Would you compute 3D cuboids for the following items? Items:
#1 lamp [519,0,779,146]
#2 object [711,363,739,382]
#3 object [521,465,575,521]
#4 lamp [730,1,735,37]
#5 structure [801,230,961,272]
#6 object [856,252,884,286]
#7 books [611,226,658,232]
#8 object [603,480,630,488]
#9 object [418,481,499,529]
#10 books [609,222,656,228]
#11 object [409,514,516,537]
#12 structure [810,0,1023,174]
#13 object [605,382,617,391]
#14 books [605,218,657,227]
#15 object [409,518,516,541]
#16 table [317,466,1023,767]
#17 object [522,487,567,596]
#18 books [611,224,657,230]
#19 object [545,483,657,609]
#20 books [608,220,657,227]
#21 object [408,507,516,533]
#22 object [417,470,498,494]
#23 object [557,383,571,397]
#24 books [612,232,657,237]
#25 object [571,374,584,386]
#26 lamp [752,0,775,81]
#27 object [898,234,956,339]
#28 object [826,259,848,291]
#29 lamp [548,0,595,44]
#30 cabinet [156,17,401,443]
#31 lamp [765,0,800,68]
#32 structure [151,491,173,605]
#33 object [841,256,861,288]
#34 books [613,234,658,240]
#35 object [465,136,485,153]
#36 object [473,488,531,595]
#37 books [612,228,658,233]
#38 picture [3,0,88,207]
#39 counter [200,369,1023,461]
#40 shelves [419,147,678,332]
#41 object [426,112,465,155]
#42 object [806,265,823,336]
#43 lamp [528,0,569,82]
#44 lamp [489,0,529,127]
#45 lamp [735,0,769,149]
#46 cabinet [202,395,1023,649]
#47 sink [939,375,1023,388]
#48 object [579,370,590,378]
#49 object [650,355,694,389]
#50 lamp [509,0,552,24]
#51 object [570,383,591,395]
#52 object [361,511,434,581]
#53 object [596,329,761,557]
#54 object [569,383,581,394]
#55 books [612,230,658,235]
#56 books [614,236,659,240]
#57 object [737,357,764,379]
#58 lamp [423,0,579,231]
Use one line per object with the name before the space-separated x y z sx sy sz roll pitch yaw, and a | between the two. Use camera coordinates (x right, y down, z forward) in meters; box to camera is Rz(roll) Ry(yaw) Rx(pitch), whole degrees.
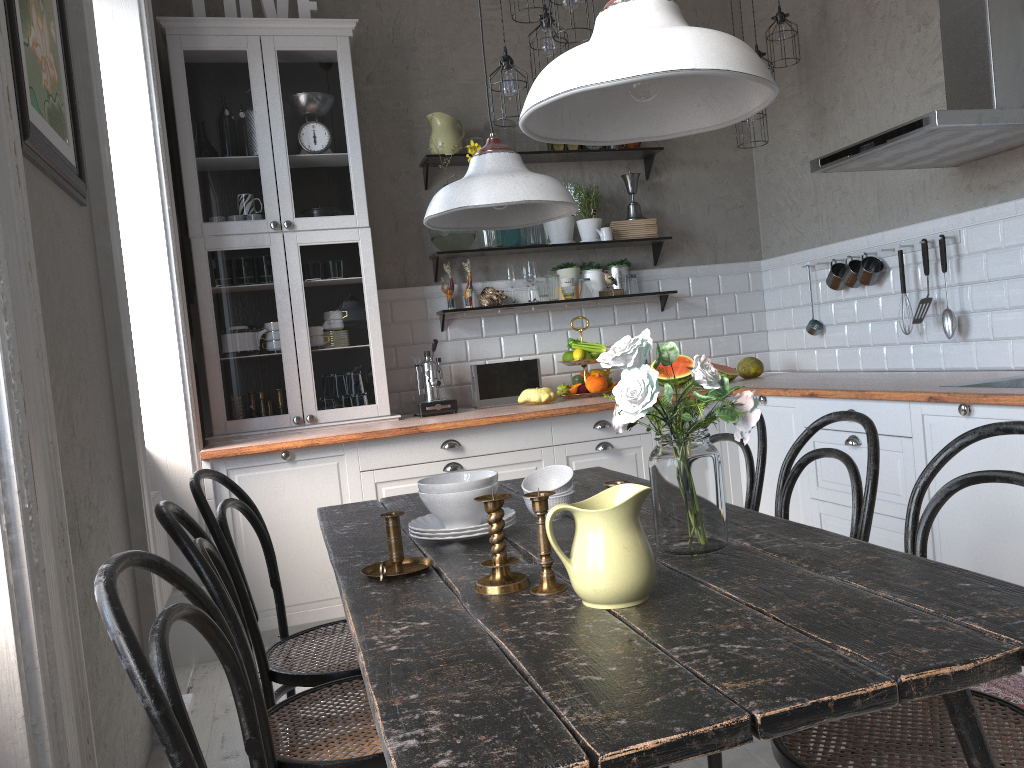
lamp | 0.105 -1.317 1.272 0.374 1.859 0.385 -5 2 22
object | 1.102 -0.066 4.633 0.228 0.127 0.145 -7 3 -33
object | 0.086 0.256 2.067 0.125 0.119 0.127 -6 2 0
lamp | 1.007 -2.157 4.200 0.145 1.735 0.148 -5 2 16
structure | 1.708 -0.620 4.222 0.095 0.053 1.073 -6 2 -15
object | 1.696 -0.546 4.195 0.108 0.161 0.137 -6 2 2
books | 0.665 -0.854 4.930 0.264 0.011 0.156 -6 2 -13
object | 0.180 0.244 1.459 0.059 0.167 0.059 -6 2 -2
object | -0.113 0.273 1.963 0.182 0.094 0.176 -7 2 -25
books | 0.663 -0.875 4.929 0.262 0.016 0.157 -6 2 -4
object | -0.108 0.317 1.965 0.232 0.027 0.242 -4 3 42
structure | 1.547 -1.667 3.274 0.721 1.596 0.703 -6 2 -16
object | 0.503 0.019 4.621 0.088 0.051 0.069 -4 2 32
books | 0.661 -0.896 4.928 0.263 0.011 0.156 -6 2 -10
object | -0.107 0.326 1.966 0.237 0.027 0.237 -6 2 2
table | 0.132 0.687 1.859 0.915 0.735 1.897 -6 2 -15
object | 0.052 0.255 1.457 0.062 0.172 0.062 -6 2 6
books | 0.664 -0.864 4.929 0.263 0.011 0.156 -6 2 -10
object | 0.148 0.249 1.363 0.133 0.170 0.152 -4 3 36
books | 0.662 -0.885 4.928 0.262 0.016 0.157 -6 2 -7
object | -0.109 0.308 1.965 0.236 0.027 0.238 -5 2 7
object | -0.115 0.253 1.962 0.182 0.094 0.176 -7 2 -25
object | 0.277 0.030 4.632 0.076 0.072 0.153 -5 2 14
books | 0.668 -0.821 4.931 0.262 0.016 0.157 -6 2 -4
object | 0.357 -0.015 4.710 0.078 0.076 0.155 -5 2 11
lamp | 1.189 -2.316 4.501 0.144 1.735 0.149 -5 3 26
object | 1.781 -0.408 3.841 0.082 0.443 0.325 -6 2 -14
object | 1.640 -0.549 4.442 0.109 0.161 0.136 -6 2 -3
lamp | 0.129 -2.083 3.075 0.144 1.735 0.149 -4 3 31
cabinet | -1.095 -0.711 4.249 0.890 1.921 0.383 -6 2 -16
lamp | 1.259 -2.447 4.346 0.150 1.735 0.143 -8 3 -44
structure | -1.256 0.634 2.914 0.150 0.428 1.207 -7 2 -17
object | 1.673 -0.548 4.319 0.109 0.161 0.135 -6 2 -13
books | 0.670 -0.810 4.931 0.263 0.011 0.156 -6 2 -10
object | -0.191 -1.238 4.664 0.104 0.111 0.102 -6 2 -16
object | -0.025 0.261 1.508 0.098 0.172 0.094 -7 3 -34
books | 0.666 -0.842 4.930 0.263 0.011 0.156 -6 2 -10
picture | -0.904 -0.697 1.692 0.020 0.620 0.515 -6 2 -15
counter | 0.481 0.124 3.228 3.198 0.039 3.350 -6 2 -16
shelves | 0.217 -0.770 4.788 1.332 0.923 0.226 -6 2 -17
object | -0.336 -1.273 4.560 0.191 0.216 0.173 -6 2 -2
object | 1.591 -0.445 4.696 0.078 0.379 0.081 -6 2 -16
lamp | 0.067 -2.036 3.381 0.149 1.735 0.144 -7 3 -29
lamp | -0.087 -1.860 3.340 0.143 1.735 0.150 -4 3 41
lamp | 1.110 -2.050 4.370 0.150 1.735 0.143 -8 3 -44
cabinet | 0.921 0.483 3.517 4.118 0.854 2.024 -5 2 30
sink | 1.798 -0.124 2.953 0.534 0.720 0.480 -6 2 -16
object | 0.388 -0.029 4.712 0.086 0.093 0.085 -7 2 -20
object | 0.838 -0.062 4.605 0.235 0.174 0.218 -6 2 6
lamp | -0.016 -2.203 3.194 0.149 1.735 0.144 -7 3 -29
object | 0.336 0.036 4.629 0.071 0.076 0.224 -7 3 -33
object | -0.224 0.304 1.696 0.142 0.112 0.137 -7 3 -33
object | 0.315 0.100 1.623 0.316 0.414 0.248 -6 2 -18
object | 0.325 0.029 4.609 0.084 0.057 0.089 -5 2 16
books | 0.667 -0.832 4.931 0.262 0.016 0.157 -6 2 -7
books | 0.671 -0.799 4.932 0.264 0.011 0.156 -6 2 -13
object | 1.297 -0.089 4.821 0.129 0.119 0.208 -4 3 37
lamp | -0.120 -1.325 2.127 0.382 1.859 0.377 -6 2 -8
